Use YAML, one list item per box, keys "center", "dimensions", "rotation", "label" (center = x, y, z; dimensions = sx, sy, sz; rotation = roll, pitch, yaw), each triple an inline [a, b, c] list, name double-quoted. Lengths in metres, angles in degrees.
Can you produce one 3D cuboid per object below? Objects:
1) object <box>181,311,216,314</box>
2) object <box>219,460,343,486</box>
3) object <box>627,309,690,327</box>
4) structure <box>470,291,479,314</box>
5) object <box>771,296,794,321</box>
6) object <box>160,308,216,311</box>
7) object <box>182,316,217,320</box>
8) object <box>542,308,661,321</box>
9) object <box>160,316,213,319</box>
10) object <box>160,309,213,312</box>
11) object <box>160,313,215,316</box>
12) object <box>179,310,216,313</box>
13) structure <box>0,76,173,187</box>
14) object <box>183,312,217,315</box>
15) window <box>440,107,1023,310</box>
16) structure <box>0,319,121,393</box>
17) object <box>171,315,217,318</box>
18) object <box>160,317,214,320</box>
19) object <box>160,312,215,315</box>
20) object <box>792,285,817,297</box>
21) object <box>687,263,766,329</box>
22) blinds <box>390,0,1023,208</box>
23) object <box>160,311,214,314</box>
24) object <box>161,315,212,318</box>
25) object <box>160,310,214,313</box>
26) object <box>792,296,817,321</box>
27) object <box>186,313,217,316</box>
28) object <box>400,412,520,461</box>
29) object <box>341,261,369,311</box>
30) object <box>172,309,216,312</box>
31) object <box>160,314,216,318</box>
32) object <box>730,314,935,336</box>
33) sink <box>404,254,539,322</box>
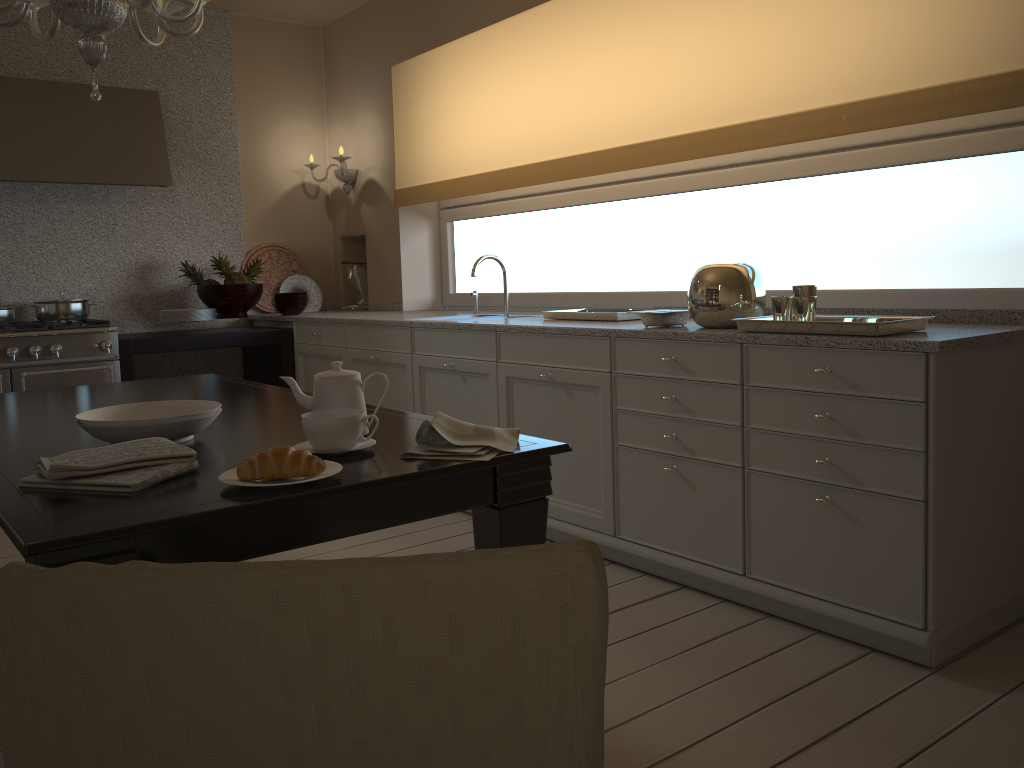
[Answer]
- center: [-1.696, -0.369, 4.646]
  dimensions: [0.278, 0.011, 0.279]
  rotation: [4, 9, 40]
  label: "object"
- center: [-0.374, 0.149, 1.439]
  dimensions: [0.194, 0.014, 0.195]
  rotation: [2, 8, 28]
  label: "object"
- center: [0.492, -0.212, 2.850]
  dimensions: [0.197, 0.048, 0.153]
  rotation: [-7, 8, -37]
  label: "object"
- center: [-0.182, -0.390, 4.358]
  dimensions: [0.037, 0.134, 0.024]
  rotation: [-6, 6, -37]
  label: "structure"
- center: [0.749, -0.197, 2.449]
  dimensions: [0.063, 0.090, 0.063]
  rotation: [1, 6, 25]
  label: "object"
- center: [-1.696, -0.386, 4.645]
  dimensions: [0.278, 0.011, 0.279]
  rotation: [4, 9, 40]
  label: "object"
- center: [-1.694, -0.344, 4.647]
  dimensions: [0.278, 0.011, 0.279]
  rotation: [4, 9, 40]
  label: "object"
- center: [0.347, -0.273, 3.463]
  dimensions: [0.241, 0.030, 0.429]
  rotation: [-7, 9, -37]
  label: "object"
- center: [-1.695, -0.346, 4.647]
  dimensions: [0.278, 0.011, 0.279]
  rotation: [4, 9, 40]
  label: "object"
- center: [-1.696, -0.383, 4.645]
  dimensions: [0.278, 0.011, 0.279]
  rotation: [4, 9, 40]
  label: "object"
- center: [-1.696, -0.361, 4.647]
  dimensions: [0.278, 0.011, 0.279]
  rotation: [4, 9, 40]
  label: "object"
- center: [-1.696, -0.375, 4.645]
  dimensions: [0.278, 0.011, 0.279]
  rotation: [4, 9, 40]
  label: "object"
- center: [-2.571, -1.219, 4.272]
  dimensions: [1.665, 0.508, 0.480]
  rotation: [-7, 8, -37]
  label: "structure"
- center: [-1.696, -0.364, 4.646]
  dimensions: [0.278, 0.011, 0.279]
  rotation: [4, 9, 40]
  label: "object"
- center: [0.670, -0.983, 3.761]
  dimensions: [0.047, 1.349, 3.573]
  rotation: [-6, 8, -37]
  label: "window"
- center: [-2.415, 0.119, 4.219]
  dimensions: [0.931, 0.802, 0.706]
  rotation: [-7, 7, -37]
  label: "structure"
- center: [-1.695, -0.349, 4.647]
  dimensions: [0.278, 0.011, 0.279]
  rotation: [4, 9, 40]
  label: "object"
- center: [-1.695, -0.341, 4.648]
  dimensions: [0.278, 0.011, 0.279]
  rotation: [4, 9, 40]
  label: "object"
- center: [-1.695, -0.366, 4.645]
  dimensions: [0.278, 0.011, 0.279]
  rotation: [4, 9, 40]
  label: "object"
- center: [0.787, -0.220, 2.385]
  dimensions: [0.063, 0.090, 0.063]
  rotation: [1, 6, 25]
  label: "object"
- center: [0.659, -0.271, 2.723]
  dimensions: [0.236, 0.195, 0.236]
  rotation: [-4, 6, -20]
  label: "object"
- center: [0.411, -1.249, 3.574]
  dimensions: [0.022, 0.780, 3.555]
  rotation: [-6, 8, -37]
  label: "blinds"
- center: [-1.696, -0.372, 4.646]
  dimensions: [0.278, 0.011, 0.279]
  rotation: [4, 9, 40]
  label: "object"
- center: [-1.695, -0.352, 4.647]
  dimensions: [0.278, 0.011, 0.279]
  rotation: [4, 9, 40]
  label: "object"
- center: [-1.696, -0.377, 4.644]
  dimensions: [0.278, 0.011, 0.279]
  rotation: [4, 9, 40]
  label: "object"
- center: [0.788, -0.190, 2.387]
  dimensions: [0.063, 0.090, 0.063]
  rotation: [1, 6, 25]
  label: "object"
- center: [-1.695, -0.358, 4.647]
  dimensions: [0.278, 0.011, 0.279]
  rotation: [4, 9, 40]
  label: "object"
- center: [-0.085, 0.089, 1.650]
  dimensions: [0.197, 0.063, 0.205]
  rotation: [0, 7, 15]
  label: "object"
- center: [-0.874, -0.621, 5.575]
  dimensions: [0.391, 0.305, 0.383]
  rotation: [-7, 8, -37]
  label: "object"
- center: [-1.696, -0.380, 4.645]
  dimensions: [0.278, 0.011, 0.279]
  rotation: [4, 9, 40]
  label: "object"
- center: [-1.696, -0.355, 4.647]
  dimensions: [0.278, 0.011, 0.279]
  rotation: [4, 9, 40]
  label: "object"
- center: [0.855, -0.162, 2.394]
  dimensions: [0.275, 0.034, 0.447]
  rotation: [-7, 9, -37]
  label: "object"
- center: [-0.179, -0.338, 3.961]
  dimensions: [0.459, 0.480, 0.539]
  rotation: [-6, 7, -37]
  label: "sink"
